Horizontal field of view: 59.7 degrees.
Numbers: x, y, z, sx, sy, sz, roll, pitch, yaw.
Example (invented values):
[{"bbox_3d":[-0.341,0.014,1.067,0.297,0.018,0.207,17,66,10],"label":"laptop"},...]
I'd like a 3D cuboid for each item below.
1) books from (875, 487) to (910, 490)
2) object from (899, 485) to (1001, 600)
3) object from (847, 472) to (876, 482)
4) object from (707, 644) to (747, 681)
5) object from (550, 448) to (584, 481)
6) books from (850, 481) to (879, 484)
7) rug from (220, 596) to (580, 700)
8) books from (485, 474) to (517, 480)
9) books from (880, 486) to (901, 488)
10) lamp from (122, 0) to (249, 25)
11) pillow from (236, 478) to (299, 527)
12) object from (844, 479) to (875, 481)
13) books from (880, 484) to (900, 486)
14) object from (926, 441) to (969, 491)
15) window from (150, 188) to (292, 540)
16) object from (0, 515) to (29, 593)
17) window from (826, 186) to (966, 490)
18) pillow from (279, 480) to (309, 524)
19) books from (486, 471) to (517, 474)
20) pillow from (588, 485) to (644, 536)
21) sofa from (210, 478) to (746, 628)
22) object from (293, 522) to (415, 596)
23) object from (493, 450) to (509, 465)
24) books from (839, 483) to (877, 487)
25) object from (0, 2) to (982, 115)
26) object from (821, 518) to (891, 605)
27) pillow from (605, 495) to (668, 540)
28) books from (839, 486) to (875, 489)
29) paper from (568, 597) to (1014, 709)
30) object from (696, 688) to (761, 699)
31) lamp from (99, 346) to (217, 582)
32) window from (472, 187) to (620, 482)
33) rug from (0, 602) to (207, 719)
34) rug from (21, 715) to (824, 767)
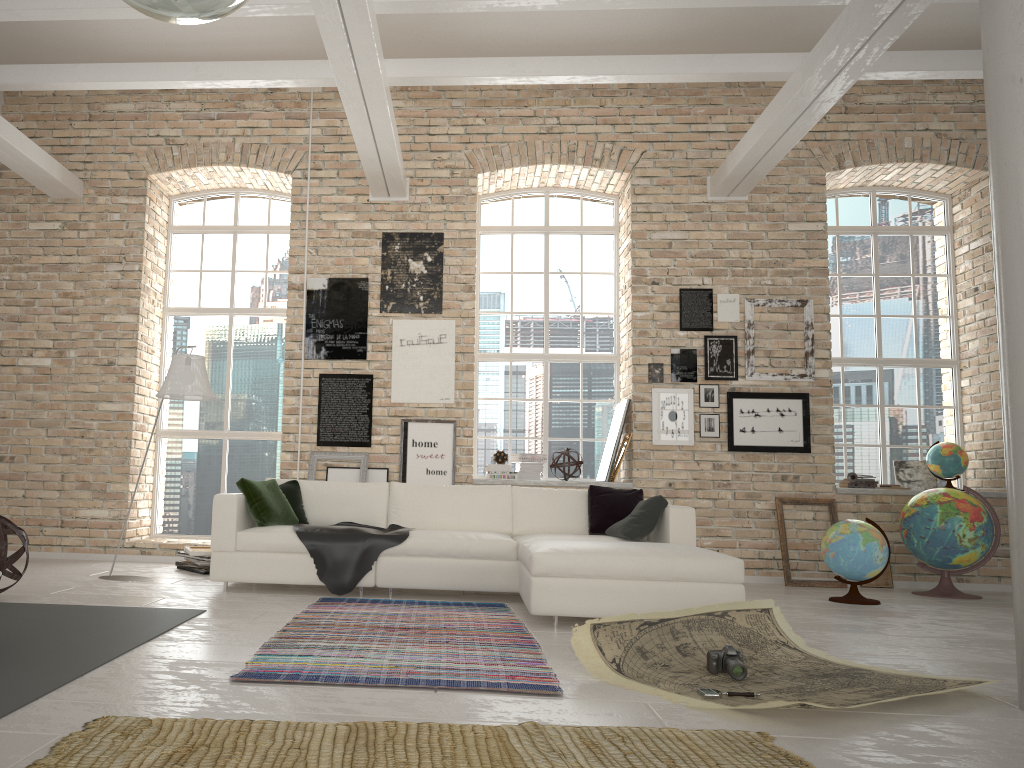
[{"bbox_3d":[3.357,0.924,7.875,0.230,0.022,0.174,1,-7,2],"label":"books"},{"bbox_3d":[3.513,1.279,7.215,0.625,0.924,0.686,4,-7,-24],"label":"object"},{"bbox_3d":[3.180,0.854,8.103,0.101,0.090,0.447,-5,-10,43],"label":"object"},{"bbox_3d":[0.907,1.160,3.726,0.150,0.124,0.168,1,-7,1],"label":"object"},{"bbox_3d":[0.502,0.742,8.220,0.302,0.307,0.311,2,-7,-8],"label":"object"},{"bbox_3d":[3.147,0.893,8.094,0.257,0.026,0.204,2,-7,-3],"label":"books"},{"bbox_3d":[-0.551,1.293,4.612,1.412,0.008,2.675,2,-7,-3],"label":"rug"},{"bbox_3d":[-0.102,0.859,8.246,0.277,0.048,0.218,2,-7,-2],"label":"books"},{"bbox_3d":[3.347,0.908,7.884,0.102,0.014,0.139,4,-7,-18],"label":"books"},{"bbox_3d":[-0.840,-1.706,2.331,0.522,1.599,0.482,-1,-7,15],"label":"lamp"},{"bbox_3d":[-1.787,0.862,6.513,0.322,0.344,0.393,-2,-8,25],"label":"pillow"},{"bbox_3d":[3.145,0.870,8.086,0.215,0.021,0.157,1,-7,2],"label":"object"},{"bbox_3d":[3.342,0.896,7.894,0.127,0.013,0.107,4,-7,-23],"label":"books"},{"bbox_3d":[3.948,0.746,8.080,0.336,0.465,0.323,0,-7,6],"label":"object"},{"bbox_3d":[-2.611,-0.900,3.594,1.434,3.656,11.380,1,-7,-3],"label":"window"},{"bbox_3d":[-3.274,1.051,5.517,0.513,0.543,0.570,4,-7,-23],"label":"object"},{"bbox_3d":[3.854,-1.126,3.079,1.434,2.989,11.380,1,-7,-3],"label":"window"},{"bbox_3d":[-1.771,0.910,6.786,0.384,0.365,0.335,7,-9,-42],"label":"pillow"},{"bbox_3d":[-0.099,0.824,8.250,0.271,0.024,0.218,2,-7,-2],"label":"books"},{"bbox_3d":[0.773,0.950,6.618,0.431,0.390,0.239,1,-7,4],"label":"pillow"},{"bbox_3d":[-0.430,1.081,6.007,3.313,0.842,2.152,1,-7,3],"label":"sofa"},{"bbox_3d":[-1.144,1.239,6.396,0.899,0.464,0.773,1,-7,0],"label":"object"},{"bbox_3d":[-0.104,0.687,8.329,0.151,0.137,0.135,-3,-8,28],"label":"object"},{"bbox_3d":[3.137,0.918,8.090,0.256,0.029,0.202,1,-7,1],"label":"books"},{"bbox_3d":[0.205,-1.225,3.426,10.217,4.799,11.777,1,-7,0],"label":"object"},{"bbox_3d":[2.531,1.302,6.589,0.478,0.631,0.417,-5,-9,41],"label":"object"},{"bbox_3d":[0.865,0.921,6.200,0.336,0.305,0.423,2,-7,-10],"label":"pillow"},{"bbox_3d":[3.137,0.943,8.083,0.258,0.025,0.200,1,-7,3],"label":"books"},{"bbox_3d":[1.118,1.084,3.629,1.378,0.265,1.127,6,-8,-33],"label":"paper"},{"bbox_3d":[0.818,1.162,3.340,0.228,0.019,0.097,2,-7,0],"label":"object"},{"bbox_3d":[-2.693,0.604,6.816,1.069,1.776,0.421,-4,-8,35],"label":"lamp"},{"bbox_3d":[0.639,-1.178,3.355,1.434,2.989,11.380,1,-7,-3],"label":"window"},{"bbox_3d":[-2.411,1.161,3.946,1.442,0.041,2.709,2,-7,-3],"label":"rug"},{"bbox_3d":[-0.149,0.998,2.120,2.191,0.021,1.544,2,-7,-4],"label":"rug"}]
